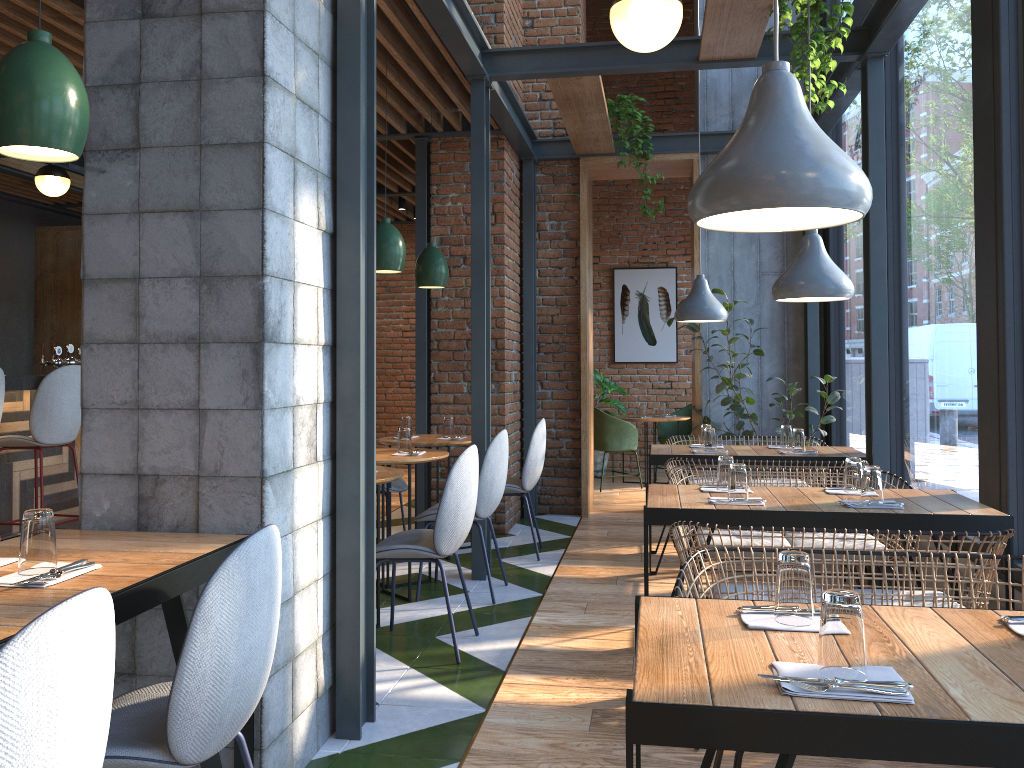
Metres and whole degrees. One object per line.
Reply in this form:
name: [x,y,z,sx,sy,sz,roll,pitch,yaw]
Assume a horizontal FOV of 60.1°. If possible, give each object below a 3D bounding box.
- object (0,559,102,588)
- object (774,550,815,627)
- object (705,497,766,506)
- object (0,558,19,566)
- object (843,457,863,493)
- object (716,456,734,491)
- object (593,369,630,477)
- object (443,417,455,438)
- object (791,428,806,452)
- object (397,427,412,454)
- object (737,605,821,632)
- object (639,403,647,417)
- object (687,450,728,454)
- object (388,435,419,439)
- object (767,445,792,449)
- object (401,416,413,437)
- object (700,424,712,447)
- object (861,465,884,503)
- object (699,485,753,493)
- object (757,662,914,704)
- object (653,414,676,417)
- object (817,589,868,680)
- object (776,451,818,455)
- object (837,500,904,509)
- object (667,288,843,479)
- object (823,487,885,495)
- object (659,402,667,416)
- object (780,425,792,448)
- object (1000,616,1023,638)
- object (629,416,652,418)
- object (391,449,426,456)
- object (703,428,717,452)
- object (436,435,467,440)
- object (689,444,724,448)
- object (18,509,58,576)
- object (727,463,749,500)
object: [-1.053,0.422,1.980,0.157,0.019,0.242,0,1,10]
object: [0.576,0.414,1.809,0.080,0.138,0.080,0,-1,11]
object: [0.848,0.444,3.401,0.242,0.019,0.157,0,1,11]
object: [-1.279,0.421,2.074,0.157,0.019,0.242,0,1,10]
object: [1.396,0.371,3.618,0.080,0.138,0.080,0,-1,-25]
object: [0.893,0.371,3.694,0.080,0.138,0.080,-1,-1,31]
object: [0.928,0.417,9.804,0.633,1.197,0.714,0,-1,-30]
object: [-0.419,0.286,5.850,0.080,0.138,0.080,0,-1,-4]
object: [1.698,0.333,5.251,0.080,0.138,0.080,0,-1,-8]
object: [-0.588,0.309,4.855,0.080,0.138,0.080,0,-1,19]
object: [0.592,0.480,1.828,0.242,0.019,0.157,0,1,8]
object: [1.338,0.267,9.078,0.080,0.138,0.080,-1,-1,30]
object: [1.165,0.400,5.298,0.242,0.019,0.157,0,1,6]
object: [-0.720,0.351,5.925,0.157,0.019,0.242,0,1,13]
object: [1.728,0.392,5.559,0.242,0.019,0.157,0,1,10]
object: [-0.703,0.285,5.901,0.080,0.138,0.080,1,-1,-44]
object: [1.234,0.327,5.618,0.080,0.138,0.080,-1,-1,26]
object: [1.354,0.378,3.333,0.080,0.138,0.080,0,-1,-17]
object: [0.908,0.437,3.714,0.242,0.019,0.157,0,1,8]
object: [0.532,0.488,1.476,0.242,0.019,0.157,0,1,11]
object: [1.599,0.329,9.247,0.157,0.019,0.242,-1,2,-33]
object: [0.557,0.421,1.496,0.080,0.138,0.080,0,-1,-16]
object: [1.673,0.400,5.230,0.242,0.019,0.157,0,1,9]
object: [1.329,0.444,3.313,0.242,0.019,0.157,0,1,10]
object: [1.794,0.191,6.709,1.063,1.775,1.017,0,-1,-22]
object: [1.408,0.437,3.638,0.242,0.019,0.157,0,1,12]
object: [1.572,0.263,9.246,0.080,0.138,0.080,-1,-1,30]
object: [1.716,0.327,5.539,0.080,0.138,0.080,0,-1,-17]
object: [1.106,0.480,1.742,0.242,0.019,0.157,0,1,11]
object: [1.307,0.333,9.081,0.157,0.019,0.242,-1,2,-33]
object: [-0.566,0.375,4.838,0.157,0.019,0.242,0,1,6]
object: [1.188,0.333,5.321,0.080,0.138,0.080,0,-1,-31]
object: [-0.399,0.352,5.831,0.157,0.019,0.242,0,1,13]
object: [1.252,0.392,5.637,0.242,0.019,0.157,0,1,13]
object: [-1.073,0.355,2.006,0.080,0.138,0.080,0,-1,-27]
object: [0.873,0.377,3.422,0.080,0.138,0.080,0,-1,-16]
